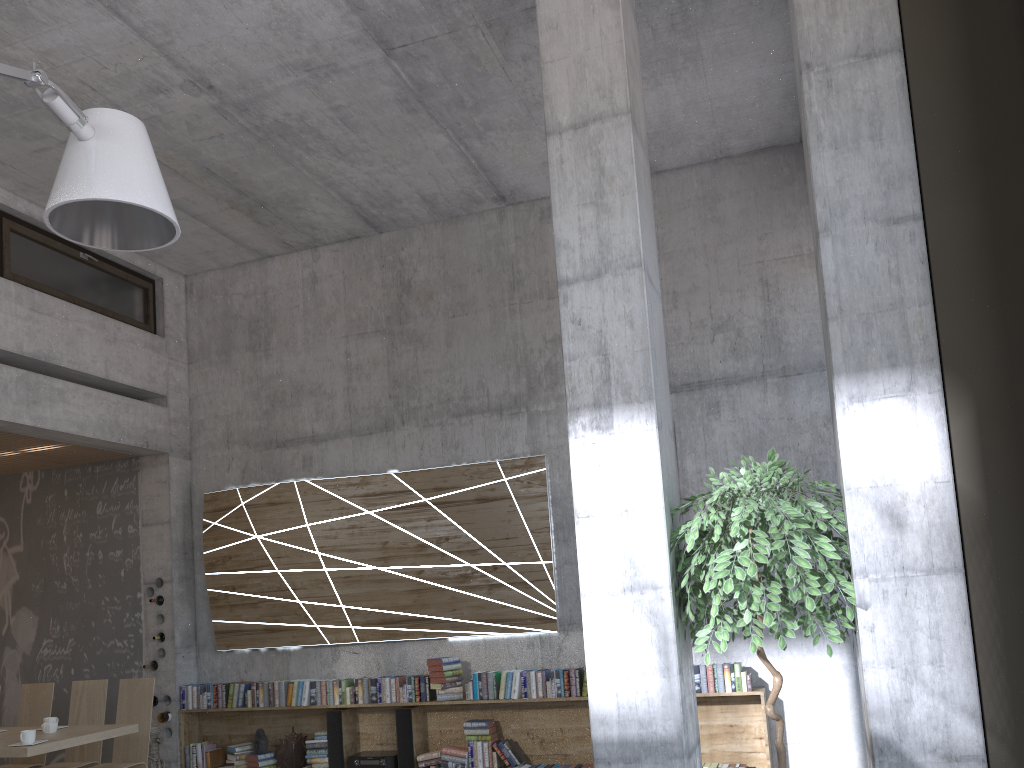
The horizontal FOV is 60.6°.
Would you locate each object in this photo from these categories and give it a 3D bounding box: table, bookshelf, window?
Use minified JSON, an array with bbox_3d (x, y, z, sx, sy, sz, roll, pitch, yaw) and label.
[{"bbox_3d":[-5.409,3.251,6.933,5.215,0.906,1.029,-8,-11,18],"label":"table"},{"bbox_3d":[-0.547,3.114,7.530,5.350,0.790,0.307,-8,-8,18],"label":"bookshelf"},{"bbox_3d":[-4.854,-1.610,4.652,0.114,0.594,8.598,-6,-14,17],"label":"window"}]

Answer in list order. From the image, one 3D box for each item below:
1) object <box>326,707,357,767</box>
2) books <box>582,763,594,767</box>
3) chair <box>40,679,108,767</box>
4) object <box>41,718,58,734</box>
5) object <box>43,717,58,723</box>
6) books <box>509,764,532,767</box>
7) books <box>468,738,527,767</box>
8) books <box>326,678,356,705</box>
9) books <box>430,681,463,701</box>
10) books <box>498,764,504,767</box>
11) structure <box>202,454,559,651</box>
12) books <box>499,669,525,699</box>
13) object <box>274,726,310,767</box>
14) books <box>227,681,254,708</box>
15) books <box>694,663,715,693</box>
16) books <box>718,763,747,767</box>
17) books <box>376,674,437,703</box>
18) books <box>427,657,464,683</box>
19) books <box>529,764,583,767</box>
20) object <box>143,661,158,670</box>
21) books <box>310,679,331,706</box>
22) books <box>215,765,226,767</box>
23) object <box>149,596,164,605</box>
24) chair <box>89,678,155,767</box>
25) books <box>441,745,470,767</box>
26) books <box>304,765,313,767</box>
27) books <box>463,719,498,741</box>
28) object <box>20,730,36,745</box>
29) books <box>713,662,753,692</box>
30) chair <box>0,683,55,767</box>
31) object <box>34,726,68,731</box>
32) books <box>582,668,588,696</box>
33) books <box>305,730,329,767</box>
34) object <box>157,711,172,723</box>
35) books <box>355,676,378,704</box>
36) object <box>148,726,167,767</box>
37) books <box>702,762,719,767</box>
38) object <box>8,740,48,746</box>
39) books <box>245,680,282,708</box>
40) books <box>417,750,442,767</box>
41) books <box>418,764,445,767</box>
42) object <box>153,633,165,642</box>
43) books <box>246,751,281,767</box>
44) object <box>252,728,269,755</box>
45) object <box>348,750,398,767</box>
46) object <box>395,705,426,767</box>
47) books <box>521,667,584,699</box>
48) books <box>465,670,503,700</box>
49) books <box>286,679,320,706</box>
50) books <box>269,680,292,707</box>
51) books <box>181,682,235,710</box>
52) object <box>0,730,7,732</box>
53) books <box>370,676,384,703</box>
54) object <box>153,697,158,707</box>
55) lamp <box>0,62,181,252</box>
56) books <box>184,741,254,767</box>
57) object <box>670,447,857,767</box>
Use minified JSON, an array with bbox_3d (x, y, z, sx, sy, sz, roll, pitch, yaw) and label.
[{"bbox_3d":[-1.517,3.298,7.860,0.153,0.745,0.276,-6,-7,18],"label":"object"},{"bbox_3d":[0.647,3.197,7.091,0.200,0.224,0.192,-7,-10,18],"label":"books"},{"bbox_3d":[-3.612,3.007,7.011,0.350,1.172,0.733,-5,-8,13],"label":"chair"},{"bbox_3d":[-3.398,2.514,6.444,0.089,0.109,0.125,-5,-10,9],"label":"object"},{"bbox_3d":[-3.523,2.590,6.692,0.093,0.086,0.120,-1,-11,-17],"label":"object"},{"bbox_3d":[0.056,3.273,7.248,0.200,0.224,0.192,-7,-10,18],"label":"books"},{"bbox_3d":[-0.116,3.201,7.336,0.454,0.440,0.217,-7,-8,18],"label":"books"},{"bbox_3d":[-1.504,2.745,7.820,0.278,0.216,0.173,-8,-9,19],"label":"books"},{"bbox_3d":[-0.548,2.620,7.487,0.284,0.147,0.226,1,-13,-24],"label":"books"},{"bbox_3d":[-0.204,3.315,7.345,0.228,0.216,0.218,-7,-10,18],"label":"books"},{"bbox_3d":[-1.315,1.564,7.884,3.430,1.508,0.363,-8,-7,18],"label":"structure"},{"bbox_3d":[0.002,2.507,7.322,0.200,0.224,0.192,-7,-10,18],"label":"books"},{"bbox_3d":[-1.993,3.416,8.016,0.343,0.558,0.200,-1,-7,-22],"label":"object"},{"bbox_3d":[-2.532,2.901,8.195,0.200,0.224,0.192,-7,-10,18],"label":"books"},{"bbox_3d":[1.498,2.292,6.828,0.157,0.216,0.156,-7,-9,18],"label":"books"},{"bbox_3d":[1.726,3.026,6.699,0.278,0.216,0.173,-8,-9,19],"label":"books"},{"bbox_3d":[-0.920,2.659,7.649,0.492,0.216,0.218,-8,-10,18],"label":"books"},{"bbox_3d":[-0.572,2.446,7.502,0.192,0.206,0.248,-12,-13,39],"label":"books"},{"bbox_3d":[0.357,3.240,7.177,0.419,0.216,0.208,-8,-10,18],"label":"books"},{"bbox_3d":[-3.400,2.692,8.393,0.095,0.093,0.344,-7,-14,17],"label":"object"},{"bbox_3d":[-1.710,2.775,7.886,0.157,0.216,0.156,-7,-9,18],"label":"books"},{"bbox_3d":[-2.591,3.675,8.169,0.497,0.233,0.246,-8,-11,18],"label":"books"},{"bbox_3d":[-3.355,2.078,8.423,0.091,0.088,0.341,-7,-14,17],"label":"object"},{"bbox_3d":[-3.149,2.925,6.807,0.351,1.172,0.732,-6,-8,18],"label":"chair"},{"bbox_3d":[-0.466,3.156,7.397,0.245,0.189,0.157,-8,-10,18],"label":"books"},{"bbox_3d":[-1.824,3.563,7.908,0.075,0.216,0.208,-6,-10,17],"label":"books"},{"bbox_3d":[-0.265,2.932,7.421,0.240,0.158,0.193,-8,-11,18],"label":"books"},{"bbox_3d":[-3.233,2.362,5.859,0.093,0.086,0.119,1,-12,-28],"label":"object"},{"bbox_3d":[1.704,2.263,6.762,0.278,0.216,0.173,-8,-9,19],"label":"books"},{"bbox_3d":[-4.116,3.062,7.092,0.351,1.172,0.732,-6,-8,18],"label":"chair"},{"bbox_3d":[-3.514,2.626,6.682,0.186,0.013,0.188,-9,-15,21],"label":"object"},{"bbox_3d":[0.676,2.418,7.137,0.200,0.224,0.192,-7,-10,18],"label":"books"},{"bbox_3d":[-1.709,3.287,7.901,0.253,0.317,0.221,-7,-9,20],"label":"books"},{"bbox_3d":[-3.222,3.151,8.339,0.095,0.093,0.344,-7,-14,17],"label":"object"},{"bbox_3d":[-1.284,2.723,7.797,0.156,0.216,0.208,-7,-10,18],"label":"books"},{"bbox_3d":[-3.315,3.508,8.092,0.248,0.669,0.276,-2,-7,-20],"label":"object"},{"bbox_3d":[1.526,3.063,6.798,0.157,0.216,0.192,-7,-10,18],"label":"books"},{"bbox_3d":[-3.236,2.407,5.867,0.185,0.013,0.190,-5,-14,4],"label":"object"},{"bbox_3d":[-2.301,2.865,8.109,0.280,0.216,0.213,-7,-10,16],"label":"books"},{"bbox_3d":[-0.671,3.213,7.527,0.236,0.137,0.195,-8,-12,19],"label":"books"},{"bbox_3d":[-0.552,3.368,7.494,0.497,0.233,0.246,-8,-11,18],"label":"books"},{"bbox_3d":[-3.318,2.431,8.426,0.094,0.091,0.353,-7,-14,17],"label":"object"},{"bbox_3d":[-2.263,3.474,8.004,0.192,0.206,0.248,-12,-13,39],"label":"books"},{"bbox_3d":[-2.297,3.260,8.007,0.146,0.225,0.138,-6,-8,15],"label":"object"},{"bbox_3d":[-1.182,3.334,7.718,0.442,0.158,0.309,-8,-13,18],"label":"object"},{"bbox_3d":[-0.874,3.201,7.648,0.153,0.745,0.276,-6,-7,18],"label":"object"},{"bbox_3d":[0.336,2.468,7.235,0.492,0.216,0.218,-8,-10,18],"label":"books"},{"bbox_3d":[-0.235,2.545,7.411,0.280,0.216,0.213,-7,-10,16],"label":"books"},{"bbox_3d":[-1.898,2.796,7.950,0.250,0.224,0.192,-7,-10,18],"label":"books"},{"bbox_3d":[-2.105,2.828,8.018,0.157,0.216,0.192,-7,-10,18],"label":"books"},{"bbox_3d":[-2.872,2.950,8.294,0.492,0.216,0.218,-8,-10,18],"label":"books"},{"bbox_3d":[-4.000,2.668,6.713,0.187,0.013,0.188,-12,-16,30],"label":"object"},{"bbox_3d":[-1.187,2.706,7.757,0.055,0.216,0.192,-6,-9,17],"label":"books"},{"bbox_3d":[-3.381,3.048,8.448,0.091,0.088,0.341,-7,-14,17],"label":"object"},{"bbox_3d":[-1.603,0.492,1.946,0.757,3.357,2.681,-5,-9,5],"label":"lamp"},{"bbox_3d":[-2.706,3.482,8.217,0.721,0.257,0.305,-9,-12,23],"label":"books"},{"bbox_3d":[1.186,1.221,3.942,0.999,1.829,0.988,-2,-8,-16],"label":"object"}]
